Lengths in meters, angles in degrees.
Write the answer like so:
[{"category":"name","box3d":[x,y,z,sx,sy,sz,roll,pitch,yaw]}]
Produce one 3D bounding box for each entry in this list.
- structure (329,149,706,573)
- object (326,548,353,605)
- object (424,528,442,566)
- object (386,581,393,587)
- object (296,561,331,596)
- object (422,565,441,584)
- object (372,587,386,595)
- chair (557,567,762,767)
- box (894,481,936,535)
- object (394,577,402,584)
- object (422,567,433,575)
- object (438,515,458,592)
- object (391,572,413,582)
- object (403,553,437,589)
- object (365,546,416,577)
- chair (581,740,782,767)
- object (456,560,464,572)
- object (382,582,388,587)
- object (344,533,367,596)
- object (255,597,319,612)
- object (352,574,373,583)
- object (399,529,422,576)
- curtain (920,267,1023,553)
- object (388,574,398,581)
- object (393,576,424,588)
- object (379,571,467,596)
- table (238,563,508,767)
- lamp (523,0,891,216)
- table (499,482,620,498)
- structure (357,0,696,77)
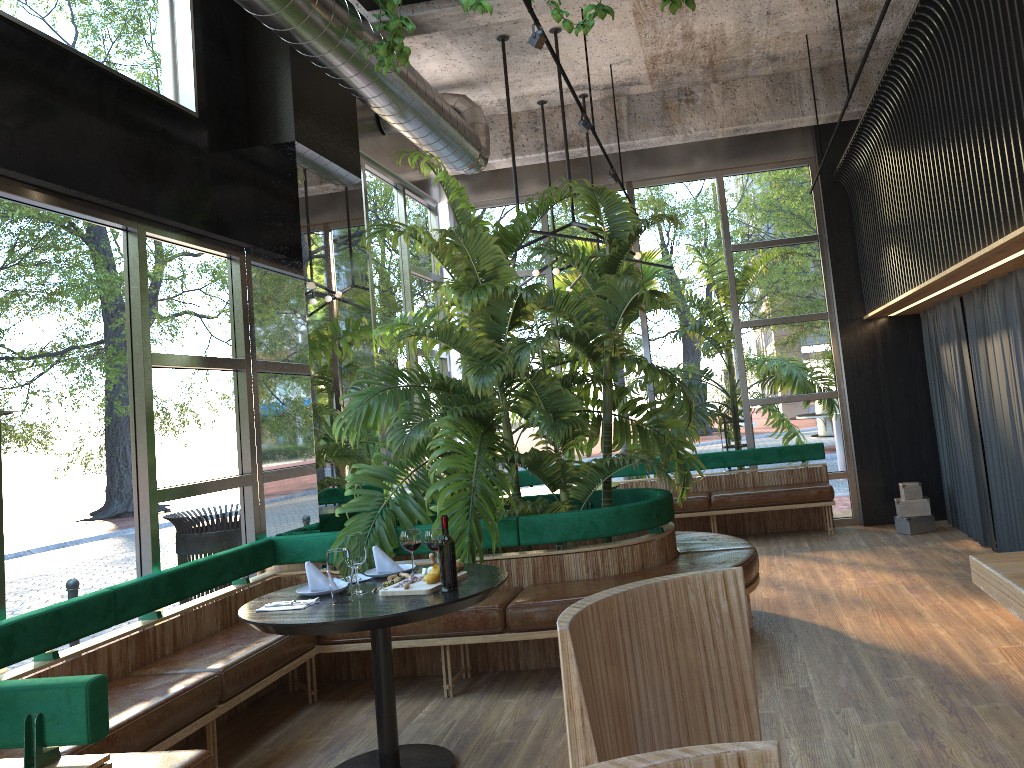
[{"category":"structure","box3d":[0.074,-0.029,6.135,2.452,3.455,2.634,-5,-4,-4]},{"category":"object","box3d":[-0.685,0.768,3.546,0.110,0.210,0.100,0,-7,-44]},{"category":"object","box3d":[-0.339,0.752,3.975,0.103,0.202,0.101,-5,-5,0]},{"category":"object","box3d":[-0.516,0.848,3.743,0.031,0.031,0.040,-8,-4,36]},{"category":"object","box3d":[-0.814,0.831,3.836,0.235,0.139,0.229,-5,-3,-5]},{"category":"object","box3d":[-0.326,0.792,3.729,0.098,0.065,0.163,-5,-3,-17]},{"category":"object","box3d":[-0.560,0.860,3.708,0.061,0.013,0.149,-6,-2,8]},{"category":"chair","box3d":[0.381,0.808,1.272,0.529,0.974,0.562,-7,-5,21]},{"category":"box","box3d":[3.678,1.132,8.145,0.332,0.444,0.278,-5,-5,0]},{"category":"object","box3d":[-0.493,0.848,3.833,0.032,0.032,0.038,-6,-4,9]},{"category":"object","box3d":[-0.328,0.809,3.832,0.064,0.038,0.191,-3,-4,-44]},{"category":"object","box3d":[-0.263,0.682,3.593,0.065,0.301,0.071,-8,-6,27]},{"category":"object","box3d":[-0.483,0.851,3.896,0.095,0.028,0.131,-7,-2,26]},{"category":"object","box3d":[-0.377,0.764,3.647,0.141,0.124,0.098,-5,-4,-8]},{"category":"object","box3d":[-0.569,0.817,4.131,0.235,0.139,0.229,-5,-3,-5]},{"category":"chair","box3d":[0.185,0.800,0.474,0.561,0.974,0.530,-4,-5,-14]},{"category":"object","box3d":[-0.248,0.807,3.920,0.058,0.072,0.211,-6,-2,4]},{"category":"object","box3d":[-0.539,0.858,3.810,0.032,0.019,0.038,-7,-3,24]},{"category":"object","box3d":[-0.653,0.752,3.715,0.094,0.246,0.091,-5,-5,-6]},{"category":"object","box3d":[-0.882,0.885,3.578,0.251,0.019,0.159,-6,-2,10]},{"category":"object","box3d":[-0.749,0.888,4.076,0.164,0.019,0.243,-5,-2,-28]},{"category":"object","box3d":[-0.455,0.766,4.035,0.103,0.202,0.101,-5,-5,0]},{"category":"curtain","box3d":[3.684,0.274,7.019,0.119,2.069,3.315,-6,-3,14]},{"category":"object","box3d":[-0.527,0.859,3.931,0.023,0.025,0.047,-8,-4,30]},{"category":"object","box3d":[-0.424,0.828,3.742,0.099,0.013,0.225,-6,-2,17]},{"category":"object","box3d":[-0.367,0.838,3.736,0.231,0.019,0.363,-6,-2,22]},{"category":"table","box3d":[-0.536,1.243,3.716,1.138,0.755,1.057,-4,-3,-20]},{"category":"lamp","box3d":[0.092,-2.147,4.089,3.734,1.539,10.135,-6,-2,10]},{"category":"table","box3d":[0.416,1.284,7.606,1.120,0.755,1.075,-5,-3,-9]},{"category":"structure","box3d":[0.132,-2.527,4.863,2.061,1.525,1.478,-8,-5,40]}]
